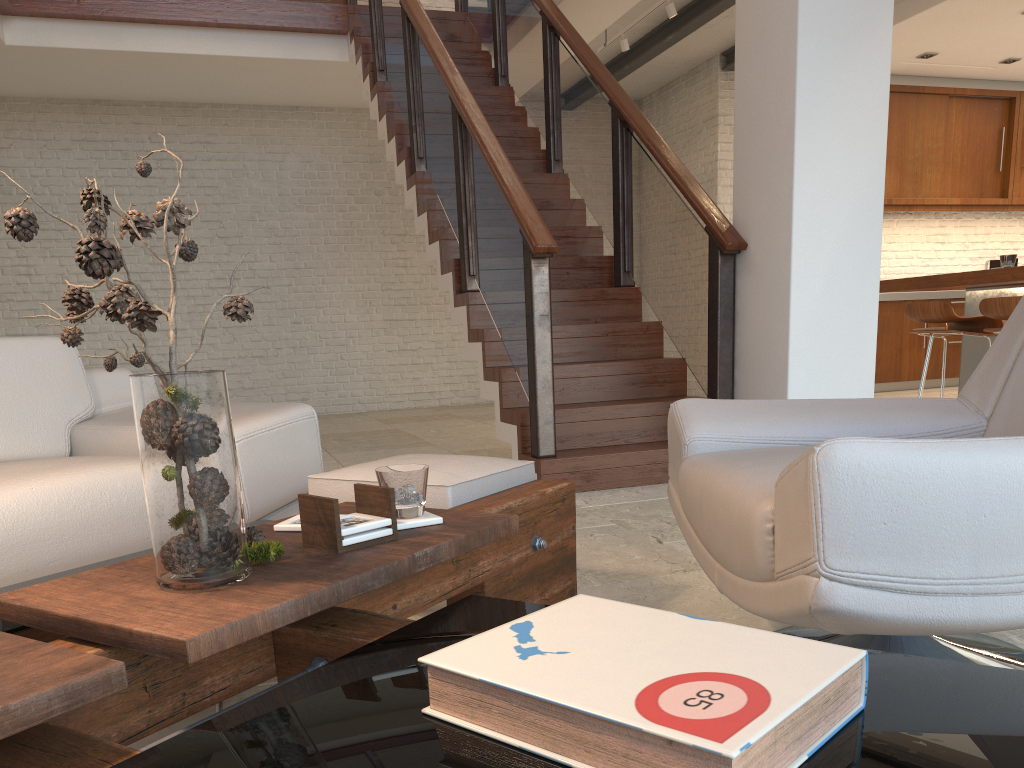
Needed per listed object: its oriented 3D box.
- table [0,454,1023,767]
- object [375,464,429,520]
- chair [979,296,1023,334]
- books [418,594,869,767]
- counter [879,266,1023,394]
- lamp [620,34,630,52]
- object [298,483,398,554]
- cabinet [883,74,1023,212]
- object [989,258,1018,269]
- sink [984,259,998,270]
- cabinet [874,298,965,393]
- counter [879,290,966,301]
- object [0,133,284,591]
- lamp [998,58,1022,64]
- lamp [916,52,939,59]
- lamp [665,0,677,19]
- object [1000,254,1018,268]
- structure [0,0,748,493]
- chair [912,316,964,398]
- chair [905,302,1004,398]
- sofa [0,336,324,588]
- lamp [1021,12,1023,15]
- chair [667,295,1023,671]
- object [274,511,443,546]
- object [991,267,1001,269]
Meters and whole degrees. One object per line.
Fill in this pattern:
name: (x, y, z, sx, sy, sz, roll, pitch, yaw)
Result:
table: (-0.224, 0.443, 1.024, 1.962, 0.442, 2.156, 0, 4, 33)
object: (-0.183, 0.184, 1.478, 0.090, 0.087, 0.089, 2, 9, 31)
chair: (2.689, -0.066, 4.592, 0.420, 0.799, 0.393, -6, 12, -18)
books: (0.118, 0.277, 0.809, 0.324, 0.058, 0.250, 0, 5, 42)
counter: (3.741, -0.225, 5.172, 2.484, 0.949, 1.648, -4, 6, -18)
lamp: (0.850, -2.571, 6.586, 0.059, 0.133, 0.084, 8, 14, 41)
object: (-0.255, 0.207, 1.359, 0.093, 0.084, 0.112, 5, 10, 44)
cabinet: (4.778, -2.289, 8.586, 3.325, 1.205, 0.447, -4, 12, -17)
object: (2.944, -0.705, 5.223, 0.093, 0.084, 0.112, -5, 7, -18)
sink: (5.217, -1.065, 8.905, 0.854, 0.442, 0.504, -4, 8, -18)
cabinet: (5.561, -1.426, 7.728, 4.754, 2.918, 2.213, 2, 10, 36)
counter: (5.326, -0.861, 7.488, 3.316, 0.072, 3.446, -4, 3, -18)
object: (-0.511, -0.040, 1.218, 0.536, 0.626, 0.310, 5, 14, 42)
lamp: (4.315, -2.819, 7.551, 0.123, 0.057, 0.121, -4, 5, -18)
lamp: (3.470, -2.765, 7.286, 0.123, 0.057, 0.121, -4, 5, -18)
lamp: (1.081, -2.545, 5.918, 0.086, 0.133, 0.059, -5, 12, -15)
object: (2.893, -0.708, 5.085, 0.090, 0.087, 0.089, -6, 9, -21)
structure: (1.421, -1.720, 4.207, 13.786, 4.268, 9.931, -4, 5, -18)
chair: (2.853, -0.139, 5.767, 0.403, 0.799, 0.410, -6, 12, -18)
chair: (2.519, -0.085, 5.090, 0.420, 0.799, 0.393, -6, 12, -18)
sofa: (-1.642, 0.288, 1.992, 1.139, 0.778, 2.276, 1, 6, 32)
lamp: (3.797, -2.727, 6.327, 0.123, 0.057, 0.121, -4, 5, -18)
chair: (0.855, 0.068, 1.649, 0.972, 1.047, 0.996, -3, 8, -1)
object: (-0.266, 0.225, 1.478, 0.269, 0.036, 0.244, 1, 5, 44)
object: (2.905, -0.676, 5.175, 0.204, 0.036, 0.281, -4, 4, -18)
